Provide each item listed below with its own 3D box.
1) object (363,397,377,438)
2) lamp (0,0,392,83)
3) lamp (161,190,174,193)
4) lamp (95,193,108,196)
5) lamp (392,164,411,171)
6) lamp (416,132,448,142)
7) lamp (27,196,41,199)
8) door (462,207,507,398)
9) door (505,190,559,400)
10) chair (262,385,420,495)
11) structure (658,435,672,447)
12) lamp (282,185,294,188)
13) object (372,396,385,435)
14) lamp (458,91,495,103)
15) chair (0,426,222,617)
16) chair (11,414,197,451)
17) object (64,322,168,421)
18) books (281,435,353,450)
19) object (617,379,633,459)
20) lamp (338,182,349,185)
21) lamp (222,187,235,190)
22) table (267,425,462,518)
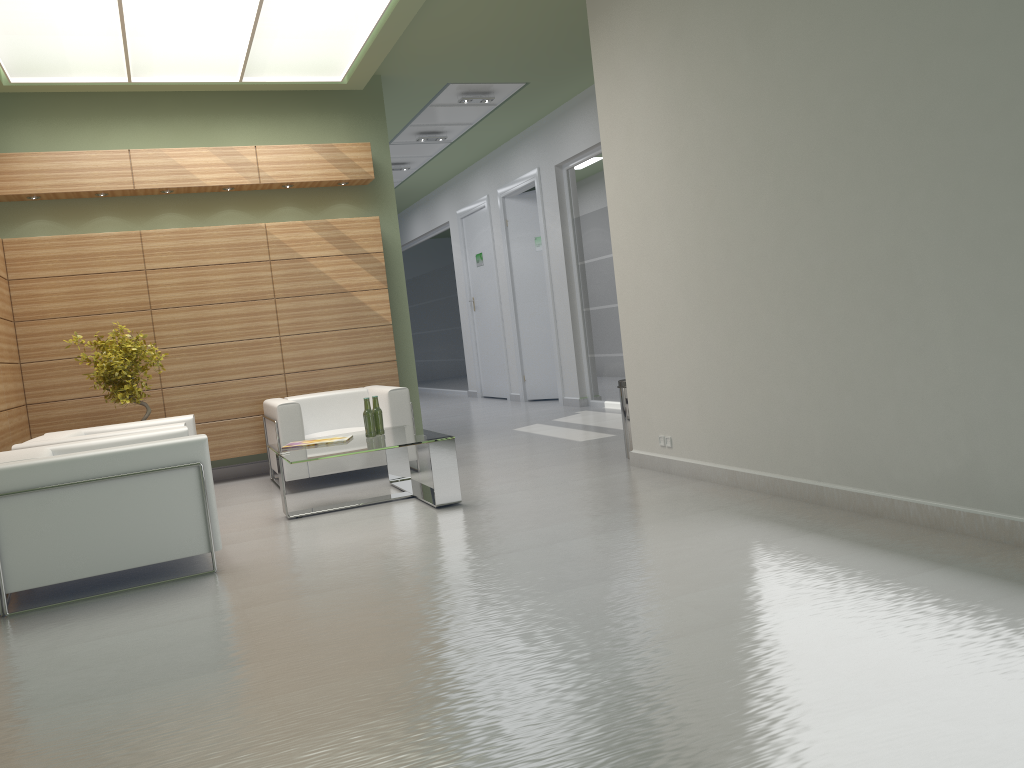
[{"bbox_3d":[-1.708,0.399,10.576,0.131,0.475,0.131,-4,4,34],"label":"object"},{"bbox_3d":[-3.848,-4.517,10.570,4.571,0.325,5.060,-8,4,-21],"label":"lamp"},{"bbox_3d":[-5.220,-2.937,13.420,0.181,0.074,0.181,-4,4,30],"label":"lamp"},{"bbox_3d":[-6.061,-2.822,13.094,0.181,0.074,0.181,-8,4,-27],"label":"lamp"},{"bbox_3d":[-2.953,-5.554,22.700,0.657,0.159,0.286,-8,4,-21],"label":"lamp"},{"bbox_3d":[-1.794,-5.503,19.731,0.657,0.159,0.286,-8,4,-21],"label":"lamp"},{"bbox_3d":[-6.892,-2.709,12.772,0.181,0.074,0.181,-8,4,-27],"label":"lamp"},{"bbox_3d":[-0.772,-2.153,24.330,0.250,5.083,2.089,-8,4,-21],"label":"door"},{"bbox_3d":[0.934,-2.176,21.554,2.089,5.083,0.134,-4,4,39],"label":"door"},{"bbox_3d":[-2.523,0.744,12.880,1.894,1.234,1.802,-8,4,-21],"label":"chair"},{"bbox_3d":[1.771,0.660,10.257,0.017,0.118,0.262,-8,4,-21],"label":"structure"},{"bbox_3d":[-3.560,-3.164,14.064,0.181,0.074,0.181,-4,4,30],"label":"lamp"},{"bbox_3d":[-1.632,0.381,10.735,0.131,0.475,0.131,-4,4,34],"label":"object"},{"bbox_3d":[-0.685,-5.454,16.888,0.657,0.159,0.286,-8,4,-21],"label":"lamp"},{"bbox_3d":[-3.809,1.166,8.342,1.802,1.234,1.894,-8,4,-26],"label":"chair"},{"bbox_3d":[-4.639,1.127,10.514,1.769,1.234,1.894,-7,4,-16],"label":"chair"},{"bbox_3d":[-5.269,0.427,12.010,1.116,2.565,1.201,-4,4,37],"label":"object"},{"bbox_3d":[-2.315,0.694,10.582,0.762,0.025,0.508,-6,3,-1],"label":"books"},{"bbox_3d":[1.668,0.443,11.645,0.482,1.027,0.483,-4,5,40],"label":"object"},{"bbox_3d":[-2.742,-3.276,14.381,0.181,0.074,0.181,-8,4,-27],"label":"lamp"},{"bbox_3d":[-4.396,-3.050,13.740,0.181,0.074,0.181,-8,4,-27],"label":"lamp"},{"bbox_3d":[-1.804,1.035,10.410,1.783,0.742,2.197,-8,4,-21],"label":"table"}]
